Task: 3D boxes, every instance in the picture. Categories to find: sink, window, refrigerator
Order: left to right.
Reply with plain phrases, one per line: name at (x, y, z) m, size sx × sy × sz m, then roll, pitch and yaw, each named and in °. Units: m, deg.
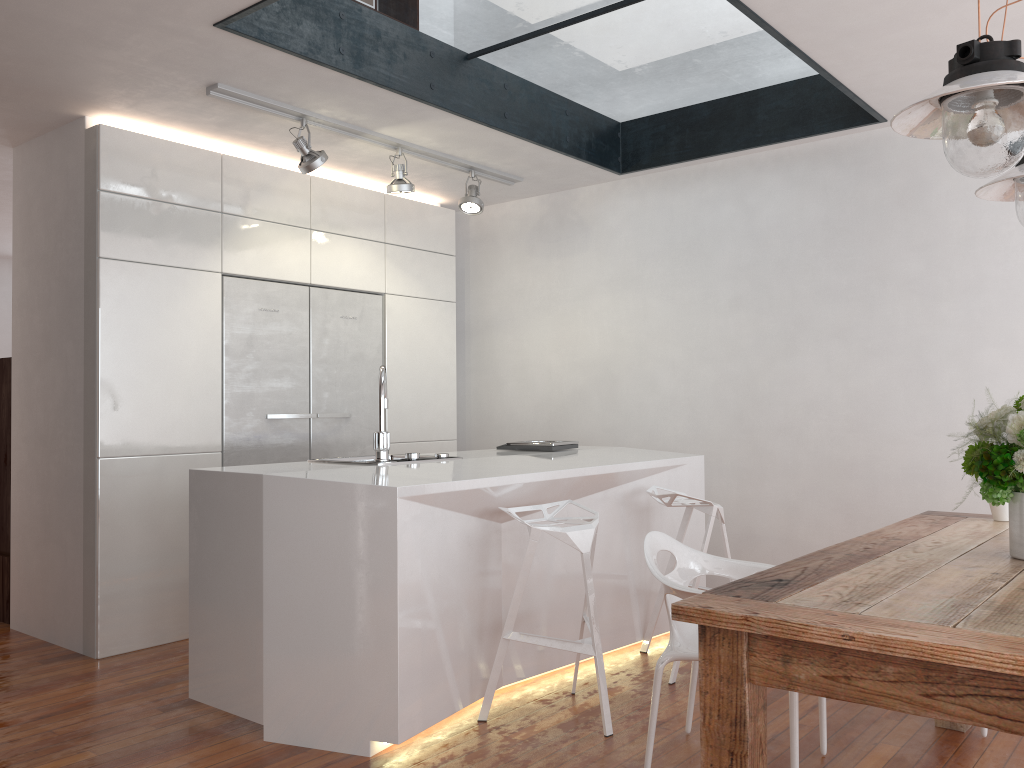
refrigerator at (-1.134, 0.352, 4.970) m, size 0.142 × 1.811 × 1.119 m, roll -2°, pitch -2°, yaw 39°
sink at (-0.540, 0.209, 3.789) m, size 0.459 × 0.570 × 0.492 m, roll -2°, pitch -2°, yaw 39°
window at (0.377, -1.577, 3.762) m, size 1.546 × 0.035 × 2.700 m, roll -2°, pitch -2°, yaw 39°

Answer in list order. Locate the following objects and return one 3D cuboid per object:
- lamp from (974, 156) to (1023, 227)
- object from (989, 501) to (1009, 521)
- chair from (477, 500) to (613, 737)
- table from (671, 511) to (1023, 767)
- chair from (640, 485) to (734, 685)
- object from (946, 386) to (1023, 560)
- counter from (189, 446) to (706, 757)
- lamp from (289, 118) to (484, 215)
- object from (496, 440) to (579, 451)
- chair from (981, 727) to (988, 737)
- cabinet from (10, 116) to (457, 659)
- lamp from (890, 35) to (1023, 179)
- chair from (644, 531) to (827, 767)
lamp at (1.534, -0.581, 2.538) m, size 0.372 × 0.306 × 0.372 m, roll -1°, pitch -1°, yaw 1°
object at (1.638, 0.414, 2.956) m, size 0.082 × 0.078 × 0.127 m, roll -2°, pitch -2°, yaw 44°
chair at (0.192, 0.824, 3.194) m, size 0.492 × 0.765 × 0.428 m, roll 1°, pitch -2°, yaw -41°
table at (1.295, 0.804, 2.183) m, size 0.969 × 0.735 × 1.910 m, roll -2°, pitch -2°, yaw 39°
chair at (0.816, 0.836, 3.850) m, size 0.428 × 0.765 × 0.492 m, roll 0°, pitch -1°, yaw -6°
object at (1.285, 0.199, 2.232) m, size 0.371 × 0.476 × 0.432 m, roll 0°, pitch -1°, yaw -9°
counter at (-0.114, 0.775, 3.898) m, size 0.956 × 0.903 × 2.289 m, roll -2°, pitch -2°, yaw 39°
lamp at (-0.605, -1.100, 4.586) m, size 0.154 × 0.254 × 1.324 m, roll -2°, pitch -2°, yaw 39°
object at (0.134, 0.314, 4.547) m, size 0.325 × 0.036 × 0.298 m, roll -1°, pitch -2°, yaw 29°
chair at (1.899, 0.830, 3.066) m, size 0.577 × 0.710 × 0.505 m, roll -1°, pitch -2°, yaw 34°
cabinet at (-1.491, 0.021, 5.266) m, size 0.946 × 2.506 × 2.404 m, roll -2°, pitch -2°, yaw 39°
lamp at (1.009, -0.593, 1.892) m, size 0.372 × 0.306 × 0.372 m, roll -1°, pitch -2°, yaw 33°
chair at (0.678, 0.833, 2.774) m, size 0.505 × 0.710 × 0.577 m, roll -1°, pitch -2°, yaw 29°
